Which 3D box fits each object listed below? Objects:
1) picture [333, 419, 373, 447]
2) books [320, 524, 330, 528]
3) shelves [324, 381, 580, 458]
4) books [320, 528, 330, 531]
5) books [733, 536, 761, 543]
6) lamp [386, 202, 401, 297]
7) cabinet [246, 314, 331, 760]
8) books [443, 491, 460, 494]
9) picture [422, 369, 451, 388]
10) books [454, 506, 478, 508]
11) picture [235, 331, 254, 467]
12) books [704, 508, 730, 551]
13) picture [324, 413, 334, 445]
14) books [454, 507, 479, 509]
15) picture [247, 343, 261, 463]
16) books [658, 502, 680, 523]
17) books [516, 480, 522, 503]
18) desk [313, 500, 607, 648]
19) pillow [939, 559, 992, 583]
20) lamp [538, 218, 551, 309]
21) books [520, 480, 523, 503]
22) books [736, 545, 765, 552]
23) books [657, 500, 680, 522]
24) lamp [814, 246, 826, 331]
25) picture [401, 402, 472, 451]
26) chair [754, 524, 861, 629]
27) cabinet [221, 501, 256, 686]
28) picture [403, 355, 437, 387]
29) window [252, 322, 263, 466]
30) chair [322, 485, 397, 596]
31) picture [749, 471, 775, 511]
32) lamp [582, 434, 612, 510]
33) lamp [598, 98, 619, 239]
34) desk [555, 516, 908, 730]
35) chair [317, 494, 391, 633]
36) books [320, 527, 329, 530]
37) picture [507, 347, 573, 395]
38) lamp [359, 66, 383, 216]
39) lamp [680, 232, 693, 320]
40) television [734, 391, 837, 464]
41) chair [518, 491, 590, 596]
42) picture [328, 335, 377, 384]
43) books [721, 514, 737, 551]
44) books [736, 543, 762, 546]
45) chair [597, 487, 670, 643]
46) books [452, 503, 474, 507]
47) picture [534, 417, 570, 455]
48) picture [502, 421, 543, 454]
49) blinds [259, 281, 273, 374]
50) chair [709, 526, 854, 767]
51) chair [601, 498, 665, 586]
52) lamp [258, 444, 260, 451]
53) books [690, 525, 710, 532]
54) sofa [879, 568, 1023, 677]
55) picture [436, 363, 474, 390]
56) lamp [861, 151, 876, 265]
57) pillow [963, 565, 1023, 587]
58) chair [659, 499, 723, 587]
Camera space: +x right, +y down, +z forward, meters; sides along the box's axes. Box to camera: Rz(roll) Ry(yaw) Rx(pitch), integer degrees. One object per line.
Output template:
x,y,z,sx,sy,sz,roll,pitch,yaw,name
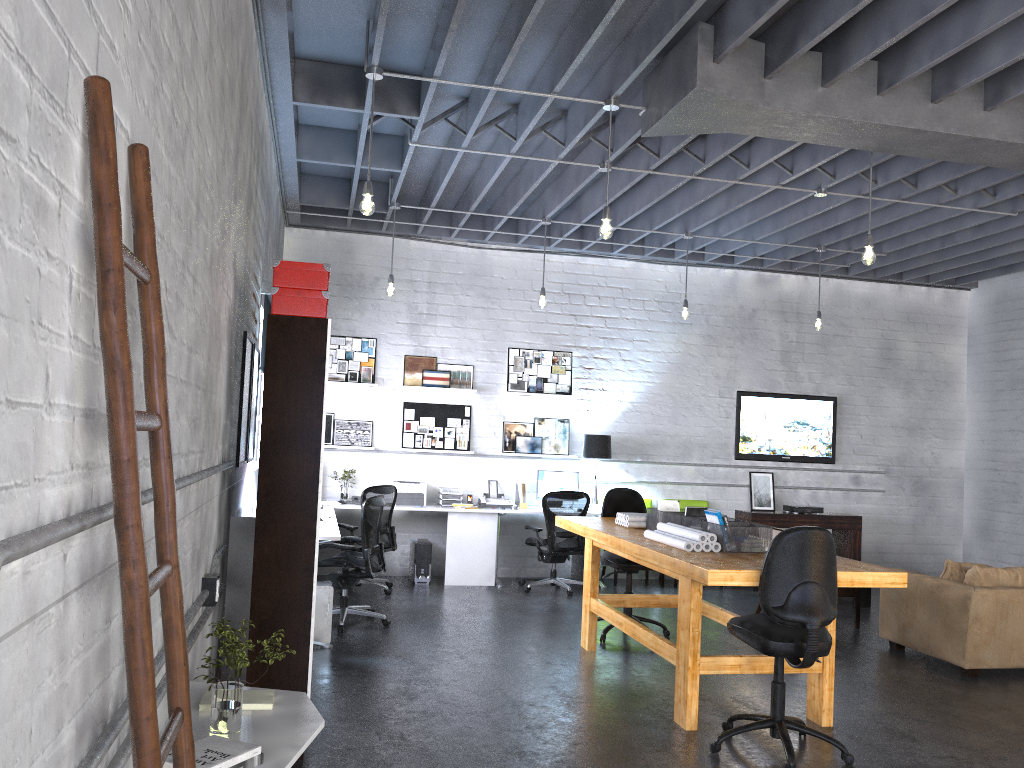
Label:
-1.695,0.525,9.463,0.410,0.276,0.036,3,-3,-12,picture
-1.482,1.050,6.575,0.212,0.010,0.171,2,-4,14,books
-0.754,0.394,9.600,3.024,0.693,0.199,3,-3,-12,shelves
-1.482,1.072,6.568,0.213,0.012,0.158,2,-4,13,books
1.383,0.925,5.274,0.127,0.022,0.181,4,-4,-17,books
-1.116,-1.254,8.299,0.104,0.877,0.104,3,-3,-12,lamp
-1.136,0.727,4.530,0.291,2.045,0.873,3,-3,-12,cabinet
-0.662,1.163,9.516,0.134,0.008,0.203,5,-4,-29,books
-0.826,-0.051,9.661,0.311,0.196,0.029,3,-3,-12,picture
-0.485,1.270,9.216,0.211,0.014,0.148,5,-5,-38,books
-1.611,0.101,5.358,0.020,0.780,0.607,3,-3,-12,picture
1.214,0.859,5.233,0.108,0.233,0.166,3,-3,-12,books
-2.069,0.470,9.385,0.355,0.342,0.042,3,-3,-12,picture
-0.472,1.286,9.230,0.148,0.014,0.211,-1,-5,42,books
-1.763,0.137,6.042,0.020,0.780,0.607,3,-3,-12,picture
1.117,0.937,6.270,0.158,0.199,0.082,3,-3,-13,books
0.077,1.195,9.646,0.036,0.296,0.210,3,-3,-12,books
-0.461,1.611,8.032,3.575,0.785,3.301,3,-4,-12,desk
3.454,1.535,6.751,0.523,0.403,0.319,2,-3,7,pillow
0.312,-1.168,8.614,0.104,0.877,0.104,3,-3,-12,lamp
0.085,1.195,9.652,0.043,0.296,0.210,3,-3,-12,books
1.381,0.972,5.276,0.155,0.029,0.226,3,-4,-12,books
1.113,0.932,6.302,0.171,0.210,0.046,3,-3,-12,books
3.209,-0.993,9.252,0.104,0.877,0.104,1,-3,31,lamp
-0.819,0.464,9.655,0.749,0.503,0.058,3,-3,-12,picture
2.661,1.727,8.016,0.725,0.841,0.575,3,-3,-12,chair
-1.480,1.286,5.496,0.465,1.020,1.152,3,-3,-12,cabinet
-1.001,-0.134,9.644,0.355,0.342,0.042,3,-3,-12,picture
-2.126,0.070,7.270,0.030,1.219,1.823,3,-3,-12,window
-1.466,1.473,8.537,0.752,1.030,0.732,2,-3,11,chair
2.946,1.265,10.440,0.308,0.456,0.092,3,-3,-12,picture
0.931,0.979,9.819,0.333,0.831,0.334,0,-4,39,lamp
0.606,-1.346,5.579,0.104,0.877,0.104,3,-3,-12,lamp
1.177,1.478,5.828,1.115,0.925,2.834,3,-4,-12,desk
-1.320,1.388,7.078,0.753,1.030,0.732,3,-3,-9,chair
-1.485,1.060,6.570,0.209,0.012,0.158,2,-4,11,books
0.315,-0.135,9.929,0.749,0.503,0.058,3,-3,-12,picture
-0.839,-1.433,5.261,0.104,0.877,0.104,3,-3,-12,lamp
1.758,-1.080,8.932,0.104,0.877,0.104,3,-3,-12,lamp
3.268,0.523,10.554,1.324,0.815,0.021,3,-3,-13,television
0.419,1.597,9.110,0.732,1.030,0.753,5,-4,-44,chair
-1.829,-0.265,9.456,0.749,0.503,0.058,3,-3,-12,picture
1.249,0.872,5.225,0.097,0.208,0.158,3,-3,-12,books
1.385,0.947,5.279,0.141,0.021,0.203,3,-4,-11,books
0.969,1.427,7.077,0.659,1.164,0.687,3,-3,-14,chair
-0.509,1.255,9.208,0.211,0.014,0.148,3,-4,2,books
0.445,0.588,9.937,0.410,0.408,0.047,3,-3,-12,picture
0.117,0.599,9.855,0.452,0.345,0.054,3,-3,-12,picture
-1.998,0.139,7.295,0.100,1.630,2.121,3,-3,-12,blinds
1.340,1.284,4.534,0.659,1.164,0.687,3,-3,-14,chair
1.347,1.743,9.854,0.611,0.919,0.516,3,-3,-12,chair
-1.637,0.637,6.299,0.333,0.831,0.334,0,-4,39,lamp
1.260,0.910,5.568,0.232,0.027,0.185,6,-5,-40,books
4.204,1.837,6.938,2.330,0.628,1.105,3,-3,-12,sofa
-0.627,-0.079,9.722,0.410,0.276,0.036,3,-3,-12,picture
2.415,-1.236,5.978,0.104,0.877,0.104,3,-3,-12,lamp
3.635,1.533,6.574,0.704,0.402,0.291,3,-3,-12,pillow
2.025,1.784,10.003,0.611,0.919,0.516,3,-3,-12,chair
